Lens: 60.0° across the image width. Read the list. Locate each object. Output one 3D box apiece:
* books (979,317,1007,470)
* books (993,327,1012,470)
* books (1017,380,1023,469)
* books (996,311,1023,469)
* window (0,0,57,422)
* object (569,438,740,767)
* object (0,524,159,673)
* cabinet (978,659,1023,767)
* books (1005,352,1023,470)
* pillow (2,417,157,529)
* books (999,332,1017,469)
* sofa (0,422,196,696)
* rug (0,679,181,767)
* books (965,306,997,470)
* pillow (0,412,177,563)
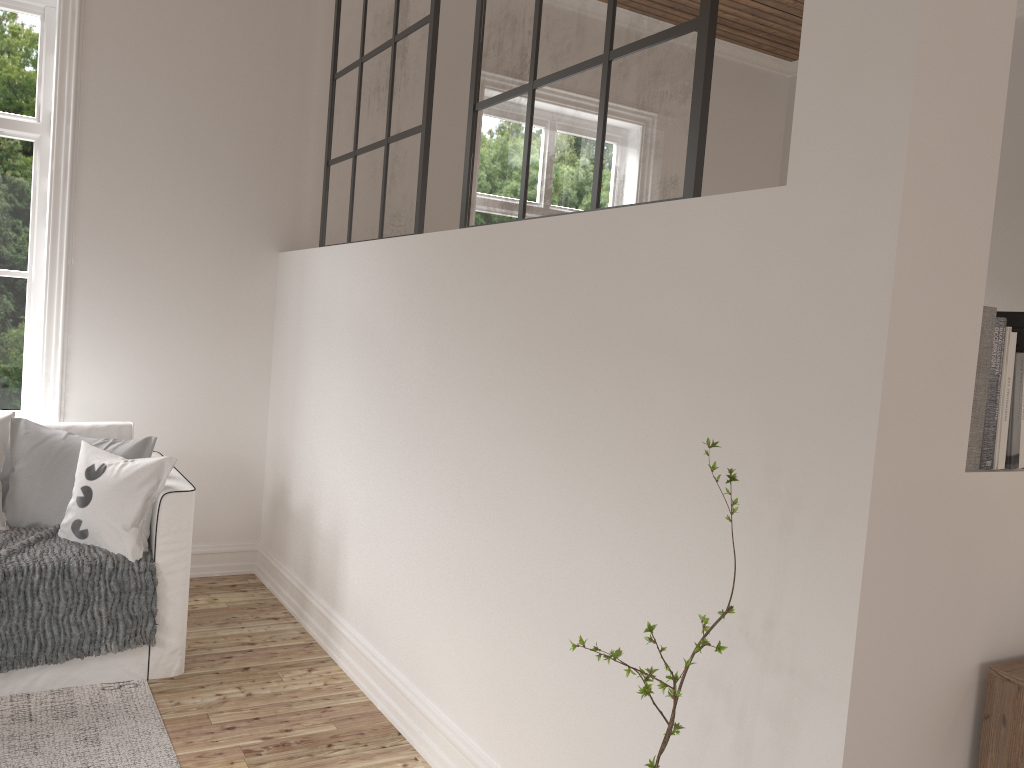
[{"bbox_3d":[0.763,0.008,1.571,0.046,0.257,0.193,3,4,-30],"label":"books"},{"bbox_3d":[0.780,0.016,1.589,0.019,0.243,0.205,3,4,-30],"label":"books"},{"bbox_3d":[0.858,0.051,1.596,0.042,0.185,0.125,3,4,-30],"label":"books"},{"bbox_3d":[0.854,0.004,1.628,0.038,0.274,0.200,3,4,-30],"label":"books"},{"bbox_3d":[-2.467,-0.739,3.564,1.055,1.872,0.120,3,4,-30],"label":"window"},{"bbox_3d":[0.161,0.641,1.299,0.275,1.117,0.515,6,4,26],"label":"object"},{"bbox_3d":[-2.053,0.643,2.742,1.704,0.390,0.656,3,4,-30],"label":"object"},{"bbox_3d":[1.497,0.898,1.711,1.432,0.750,0.408,3,4,-30],"label":"cabinet"},{"bbox_3d":[0.836,0.041,1.586,0.044,0.203,0.141,3,4,-30],"label":"books"},{"bbox_3d":[-1.556,0.356,3.188,0.546,0.437,0.292,5,3,3],"label":"pillow"},{"bbox_3d":[0.795,0.020,1.598,0.031,0.236,0.200,3,4,-30],"label":"books"},{"bbox_3d":[-2.123,0.525,2.860,1.960,0.776,0.866,3,4,-30],"label":"sofa"},{"bbox_3d":[-1.633,1.037,1.427,2.254,0.003,2.474,3,4,-30],"label":"rug"},{"bbox_3d":[0.721,-0.001,1.548,0.050,0.271,0.200,3,4,-30],"label":"books"},{"bbox_3d":[-1.677,0.345,3.029,1.081,0.450,0.403,4,3,-6],"label":"pillow"}]
